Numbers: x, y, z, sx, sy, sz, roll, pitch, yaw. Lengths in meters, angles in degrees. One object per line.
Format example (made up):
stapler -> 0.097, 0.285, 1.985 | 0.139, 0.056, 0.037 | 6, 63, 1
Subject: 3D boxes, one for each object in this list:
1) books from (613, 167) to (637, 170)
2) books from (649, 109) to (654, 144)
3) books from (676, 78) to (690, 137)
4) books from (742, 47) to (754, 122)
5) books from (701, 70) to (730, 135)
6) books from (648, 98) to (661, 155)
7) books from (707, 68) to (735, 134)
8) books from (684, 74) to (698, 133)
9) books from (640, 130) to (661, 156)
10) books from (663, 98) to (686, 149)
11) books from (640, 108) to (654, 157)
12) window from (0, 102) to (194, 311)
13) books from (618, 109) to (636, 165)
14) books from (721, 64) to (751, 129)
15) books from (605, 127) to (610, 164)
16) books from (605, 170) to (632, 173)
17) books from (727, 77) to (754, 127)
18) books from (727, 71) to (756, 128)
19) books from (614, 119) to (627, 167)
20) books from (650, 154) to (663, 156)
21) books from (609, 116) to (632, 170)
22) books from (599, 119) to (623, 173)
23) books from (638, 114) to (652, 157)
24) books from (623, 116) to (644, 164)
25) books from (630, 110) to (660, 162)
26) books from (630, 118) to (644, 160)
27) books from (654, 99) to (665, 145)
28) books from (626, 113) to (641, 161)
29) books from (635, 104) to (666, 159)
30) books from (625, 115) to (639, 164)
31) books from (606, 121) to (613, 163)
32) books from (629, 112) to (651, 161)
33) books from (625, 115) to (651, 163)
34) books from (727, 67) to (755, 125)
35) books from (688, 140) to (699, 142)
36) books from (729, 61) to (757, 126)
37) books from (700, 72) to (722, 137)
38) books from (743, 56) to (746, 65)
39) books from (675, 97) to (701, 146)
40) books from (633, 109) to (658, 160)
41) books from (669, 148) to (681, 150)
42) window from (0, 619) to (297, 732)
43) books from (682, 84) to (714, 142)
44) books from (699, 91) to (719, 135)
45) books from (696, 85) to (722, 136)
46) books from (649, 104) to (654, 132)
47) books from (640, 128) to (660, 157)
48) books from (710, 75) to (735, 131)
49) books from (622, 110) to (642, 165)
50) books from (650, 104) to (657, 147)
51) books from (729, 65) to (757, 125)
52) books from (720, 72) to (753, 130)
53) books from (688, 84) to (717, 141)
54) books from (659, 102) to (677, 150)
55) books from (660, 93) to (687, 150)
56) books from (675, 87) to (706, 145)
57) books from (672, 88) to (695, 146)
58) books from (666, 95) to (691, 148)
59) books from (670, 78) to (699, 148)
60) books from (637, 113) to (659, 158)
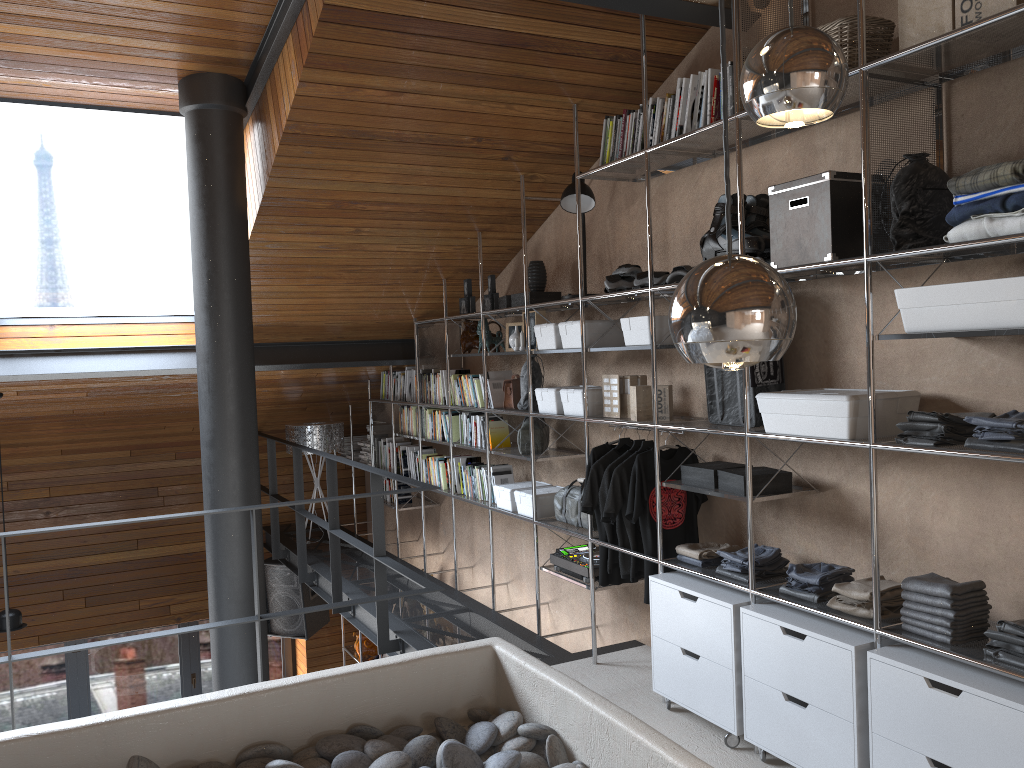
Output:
books -> 0.539, -1.114, 4.100 | 0.148, 0.229, 0.073 | -3, 2, -27
books -> 0.637, -1.081, 3.803 | 0.112, 0.173, 0.054 | -3, 2, -27
books -> 0.743, -1.112, 3.601 | 0.148, 0.229, 0.073 | -3, 2, -27
books -> 0.906, -1.123, 3.334 | 0.143, 0.268, 0.020 | -3, 2, -27
books -> 0.814, -1.106, 3.496 | 0.148, 0.233, 0.053 | -3, 2, -27
books -> 0.633, -1.107, 3.818 | 0.122, 0.227, 0.076 | -3, 2, -27
books -> 0.829, -1.108, 3.478 | 0.148, 0.234, 0.033 | -3, 2, -27
books -> 0.764, -1.112, 3.560 | 0.148, 0.229, 0.073 | -3, 2, -27
books -> 0.613, -1.080, 3.841 | 0.111, 0.171, 0.056 | -3, 2, -27
books -> 0.699, -1.091, 3.720 | 0.126, 0.194, 0.064 | -3, 2, -27
books -> 0.613, -1.093, 3.858 | 0.111, 0.194, 0.059 | -3, 2, -27
window -> -3.563, -0.924, 4.624 | 3.819, 1.031, 1.213 | -3, 2, -27
books -> 0.555, -1.115, 4.014 | 0.143, 0.233, 0.081 | -3, 2, -27
books -> 0.868, -1.108, 3.413 | 0.148, 0.234, 0.013 | -3, 2, -27
books -> 0.497, -1.095, 4.128 | 0.131, 0.178, 0.057 | -3, 2, -27
books -> 0.510, -1.114, 4.158 | 0.148, 0.229, 0.073 | -3, 2, -27
books -> 0.875, -1.078, 3.389 | 0.128, 0.176, 0.009 | -3, 2, -27
books -> 0.884, -1.098, 3.406 | 0.136, 0.213, 0.014 | -3, 2, -27
books -> 0.531, -1.098, 4.053 | 0.130, 0.202, 0.063 | -3, 2, -27
books -> 0.625, -1.082, 3.836 | 0.112, 0.173, 0.054 | -3, 2, -27
books -> 0.523, -1.113, 4.106 | 0.148, 0.229, 0.073 | -3, 2, -27
books -> 0.483, -1.114, 4.160 | 0.148, 0.229, 0.073 | -3, 2, -27
books -> 0.605, -1.082, 3.866 | 0.112, 0.173, 0.054 | -3, 2, -27
books -> 0.562, -1.096, 3.981 | 0.127, 0.197, 0.063 | -3, 2, -27
books -> 0.598, -1.106, 3.962 | 0.177, 0.214, 0.064 | -3, 2, -27
books -> 0.582, -1.080, 3.923 | 0.119, 0.169, 0.058 | -3, 2, -27
books -> 0.671, -1.097, 3.768 | 0.131, 0.202, 0.068 | -3, 2, -27
books -> 0.571, -1.095, 3.940 | 0.127, 0.197, 0.063 | -3, 2, -27
books -> 0.618, -1.106, 3.894 | 0.161, 0.220, 0.074 | -3, 2, -27
books -> 0.571, -1.098, 3.998 | 0.130, 0.201, 0.063 | -3, 2, -27
books -> 0.509, -1.107, 4.117 | 0.149, 0.202, 0.067 | -3, 2, -27
books -> 0.582, -1.095, 3.933 | 0.127, 0.197, 0.063 | -3, 2, -27
books -> 0.577, -1.096, 3.968 | 0.139, 0.199, 0.074 | -3, 2, -27
books -> 0.873, -1.092, 3.365 | 0.130, 0.208, 0.010 | -3, 2, -27
books -> 0.750, -1.100, 3.626 | 0.149, 0.202, 0.067 | -3, 2, -27
books -> 0.883, -1.106, 3.381 | 0.129, 0.231, 0.010 | -3, 2, -27
books -> 0.809, -1.113, 3.539 | 0.148, 0.229, 0.073 | -3, 2, -27
books -> 0.897, -1.104, 3.312 | 0.129, 0.231, 0.010 | -3, 2, -27
books -> 0.739, -1.092, 3.663 | 0.137, 0.198, 0.063 | -3, 2, -27
books -> 0.600, -1.097, 3.908 | 0.125, 0.204, 0.072 | -3, 2, -27
books -> 0.696, -1.104, 3.746 | 0.137, 0.213, 0.068 | -3, 2, -27
window -> -4.766, 2.944, 7.581 | 5.936, 1.522, 0.101 | -3, 2, -27
books -> 0.771, -1.100, 3.605 | 0.164, 0.214, 0.066 | -3, 2, -26
books -> 0.810, -1.096, 3.522 | 0.137, 0.198, 0.063 | -3, 2, -27
books -> 0.796, -1.087, 3.531 | 0.131, 0.178, 0.057 | -3, 2, -27
books -> 0.632, -1.092, 3.806 | 0.111, 0.194, 0.059 | -3, 2, -27
books -> 0.611, -1.082, 3.851 | 0.112, 0.174, 0.054 | -3, 2, -27
books -> 0.840, -1.090, 3.453 | 0.143, 0.199, 0.054 | -3, 2, -27
books -> 0.565, -1.110, 4.003 | 0.129, 0.226, 0.069 | -3, 2, -27
books -> 0.656, -1.092, 3.794 | 0.138, 0.189, 0.065 | -3, 2, -27
books -> 0.886, -1.092, 3.357 | 0.148, 0.206, 0.018 | -3, 2, -27
books -> 0.866, -1.094, 3.428 | 0.148, 0.206, 0.014 | -3, 2, -27
books -> 0.776, -1.100, 3.597 | 0.170, 0.214, 0.065 | -3, 2, -26
books -> 0.684, -1.091, 3.758 | 0.120, 0.186, 0.064 | -3, 2, -27
books -> 0.691, -1.102, 3.728 | 0.133, 0.215, 0.070 | -3, 2, -26
books -> 0.745, -1.099, 3.641 | 0.155, 0.212, 0.073 | -3, 2, -27
books -> 0.723, -1.101, 3.668 | 0.118, 0.218, 0.073 | -3, 2, -27
books -> 0.705, -1.095, 3.703 | 0.123, 0.201, 0.071 | -3, 2, -27
books -> 0.733, -1.124, 3.685 | 0.143, 0.264, 0.088 | -3, 2, -27
books -> 0.605, -1.086, 3.878 | 0.117, 0.180, 0.059 | -3, 2, -27
